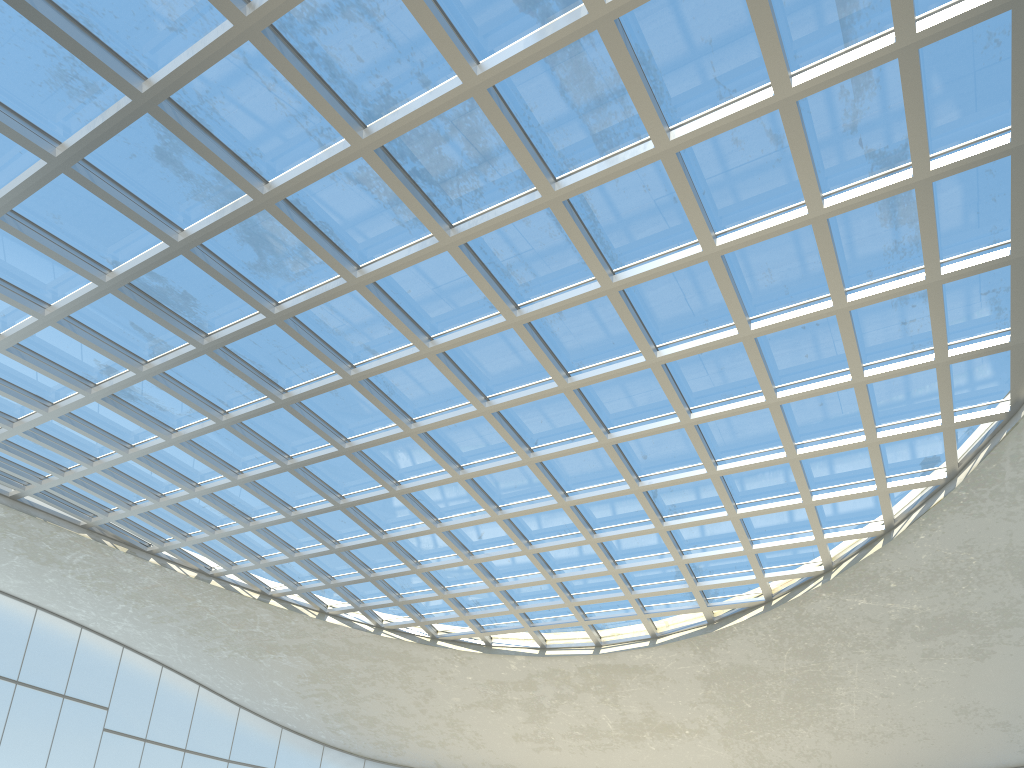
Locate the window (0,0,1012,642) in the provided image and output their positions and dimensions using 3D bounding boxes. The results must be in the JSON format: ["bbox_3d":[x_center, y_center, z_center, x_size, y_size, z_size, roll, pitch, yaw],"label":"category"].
[{"bbox_3d":[-11.605,1.783,44.036,79.428,9.742,89.732,-13,-40,27],"label":"window"}]
